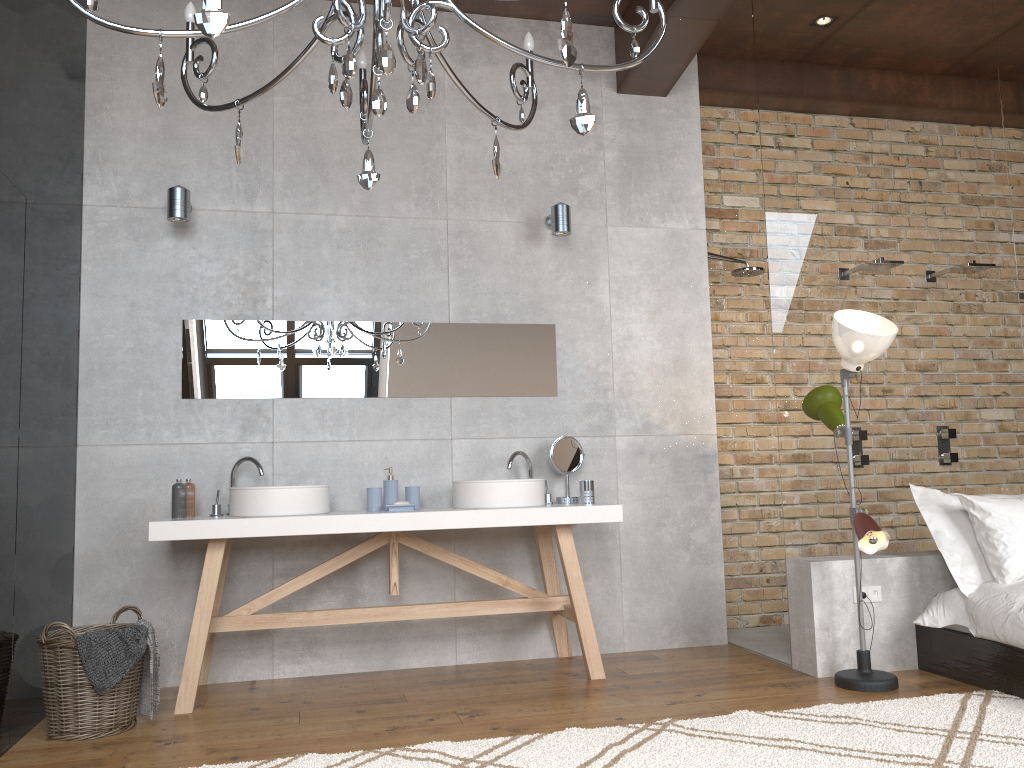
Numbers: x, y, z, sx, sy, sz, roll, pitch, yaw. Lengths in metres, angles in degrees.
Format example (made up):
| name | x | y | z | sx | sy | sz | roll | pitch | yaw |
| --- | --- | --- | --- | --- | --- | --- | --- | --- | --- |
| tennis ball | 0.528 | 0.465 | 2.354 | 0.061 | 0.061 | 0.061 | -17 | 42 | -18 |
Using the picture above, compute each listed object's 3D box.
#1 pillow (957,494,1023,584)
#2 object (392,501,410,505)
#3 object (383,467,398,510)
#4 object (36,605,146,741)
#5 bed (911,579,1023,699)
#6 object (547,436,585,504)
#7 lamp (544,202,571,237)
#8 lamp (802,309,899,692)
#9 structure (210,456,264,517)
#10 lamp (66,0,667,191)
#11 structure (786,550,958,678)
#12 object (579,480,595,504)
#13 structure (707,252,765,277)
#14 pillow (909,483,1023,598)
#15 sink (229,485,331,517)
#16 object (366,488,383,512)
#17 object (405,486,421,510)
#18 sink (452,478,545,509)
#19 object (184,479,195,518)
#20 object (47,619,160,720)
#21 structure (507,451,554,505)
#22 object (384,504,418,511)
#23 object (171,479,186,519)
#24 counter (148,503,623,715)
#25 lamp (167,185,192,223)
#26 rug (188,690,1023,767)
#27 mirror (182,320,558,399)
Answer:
| name | x | y | z | sx | sy | sz | roll | pitch | yaw |
| --- | --- | --- | --- | --- | --- | --- | --- | --- | --- |
| pillow | 2.327 | 0.665 | 3.838 | 0.744 | 0.397 | 0.276 | 0 | -6 | -13 |
| object | -0.509 | 0.552 | 4.058 | 0.084 | 0.035 | 0.067 | 0 | -6 | -11 |
| object | -0.573 | 0.495 | 4.192 | 0.076 | 0.201 | 0.076 | 1 | -6 | -20 |
| object | -1.587 | 1.090 | 3.366 | 0.393 | 0.432 | 0.393 | 1 | -7 | -21 |
| bed | 3.062 | 0.930 | 3.169 | 2.300 | 0.442 | 2.169 | 0 | -6 | -13 |
| object | 0.275 | 0.429 | 4.451 | 0.118 | 0.338 | 0.192 | -6 | -7 | 33 |
| lamp | 0.233 | -0.838 | 4.587 | 0.101 | 0.168 | 0.243 | 0 | -6 | -13 |
| lamp | 1.453 | 0.471 | 3.809 | 0.270 | 1.582 | 0.561 | 0 | -6 | -16 |
| structure | -1.253 | 0.468 | 4.072 | 0.242 | 0.268 | 0.141 | -1 | -6 | -8 |
| lamp | -0.338 | -1.431 | 2.259 | 1.409 | 1.594 | 1.409 | -3 | -6 | 9 |
| structure | 2.669 | 1.035 | 4.292 | 2.820 | 0.494 | 0.206 | 0 | -6 | -13 |
| object | 0.364 | 0.523 | 4.294 | 0.073 | 0.111 | 0.073 | 1 | -6 | -21 |
| structure | 1.276 | 0.162 | 5.033 | 0.457 | 2.005 | 0.217 | 0 | -6 | -17 |
| pillow | 2.686 | 0.688 | 4.092 | 1.746 | 0.517 | 0.358 | 0 | -6 | -14 |
| sink | -1.040 | 0.522 | 3.982 | 0.445 | 0.128 | 0.442 | 2 | -7 | -31 |
| object | -0.633 | 0.532 | 4.081 | 0.075 | 0.108 | 0.075 | -4 | -7 | 22 |
| object | -0.470 | 0.540 | 4.199 | 0.075 | 0.108 | 0.075 | -2 | -6 | 7 |
| sink | -0.063 | 0.519 | 4.211 | 0.445 | 0.128 | 0.442 | -7 | -8 | 40 |
| object | -1.442 | 0.509 | 3.951 | 0.058 | 0.172 | 0.058 | 2 | -7 | -27 |
| object | -1.546 | 1.095 | 3.338 | 0.378 | 0.361 | 0.357 | -1 | -6 | -8 |
| structure | 0.073 | 0.463 | 4.382 | 0.242 | 0.268 | 0.141 | 0 | -6 | -18 |
| object | -0.509 | 0.566 | 4.056 | 0.147 | 0.031 | 0.100 | 0 | -6 | -11 |
| object | -1.457 | 0.502 | 3.876 | 0.058 | 0.172 | 0.058 | 2 | -7 | -34 |
| counter | -0.539 | 0.964 | 4.049 | 2.011 | 0.765 | 0.630 | 0 | -6 | -13 |
| lamp | -1.556 | -0.831 | 4.169 | 0.101 | 0.168 | 0.243 | 0 | -6 | -13 |
| rug | 0.573 | 1.125 | 2.325 | 3.139 | 0.019 | 1.726 | 0 | -6 | -13 |
| mirror | -0.664 | -0.121 | 4.401 | 1.838 | 0.377 | 0.007 | 0 | -6 | -13 |
